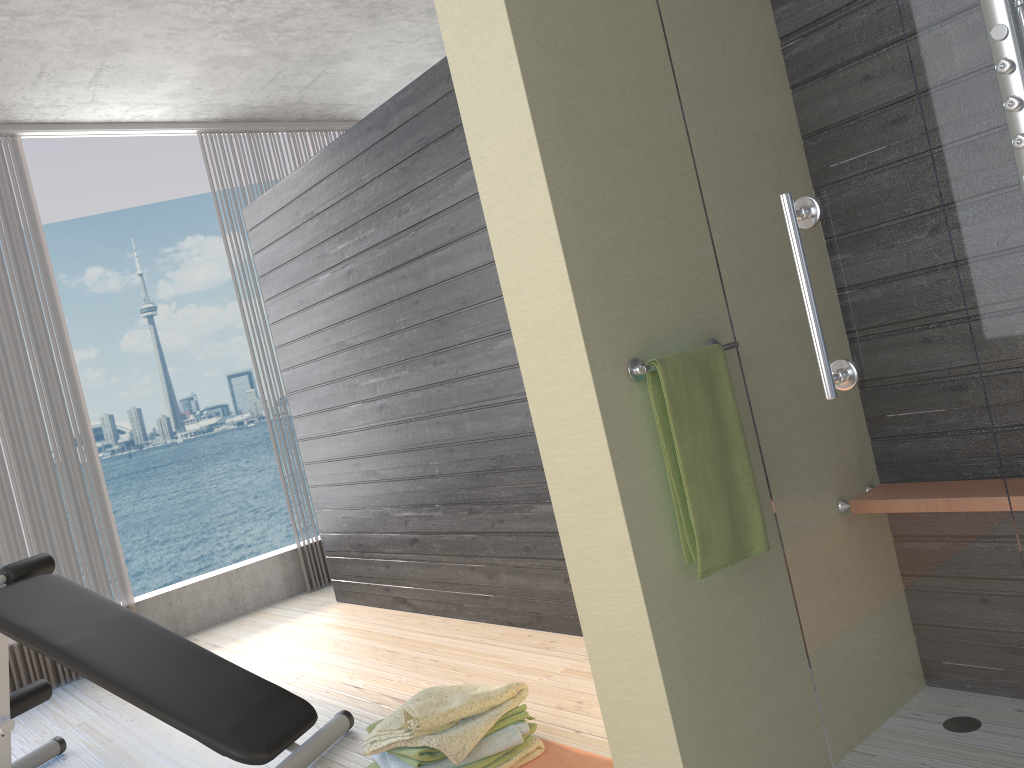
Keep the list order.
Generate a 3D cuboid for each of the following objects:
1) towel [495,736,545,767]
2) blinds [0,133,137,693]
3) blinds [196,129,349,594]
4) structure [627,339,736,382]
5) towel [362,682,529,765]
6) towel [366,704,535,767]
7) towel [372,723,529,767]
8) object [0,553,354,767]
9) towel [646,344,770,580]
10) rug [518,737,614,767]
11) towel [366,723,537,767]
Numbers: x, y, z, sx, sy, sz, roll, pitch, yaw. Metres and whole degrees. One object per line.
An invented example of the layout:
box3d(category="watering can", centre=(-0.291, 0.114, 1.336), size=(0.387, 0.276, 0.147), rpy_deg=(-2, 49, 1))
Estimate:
box3d(category="towel", centre=(-0.141, 1.003, 2.364), size=(0.376, 0.044, 0.371), rpy_deg=(-14, 2, -40))
box3d(category="blinds", centre=(-2.619, 0.161, 4.199), size=(1.133, 2.744, 0.069), rpy_deg=(-14, 2, -39))
box3d(category="blinds", centre=(-1.078, -0.229, 5.468), size=(1.133, 2.744, 0.069), rpy_deg=(-14, 2, -39))
box3d(category="structure", centre=(0.347, -0.053, 1.773), size=(0.298, 0.046, 0.052), rpy_deg=(-14, 2, -39))
box3d(category="towel", centre=(-0.184, 0.870, 2.375), size=(0.373, 0.123, 0.384), rpy_deg=(-12, 1, 35))
box3d(category="towel", centre=(-0.166, 0.921, 2.403), size=(0.376, 0.085, 0.371), rpy_deg=(-14, 1, -34))
box3d(category="towel", centre=(-0.171, 0.960, 2.382), size=(0.383, 0.078, 0.383), rpy_deg=(-14, 1, -22))
box3d(category="object", centre=(-1.263, 0.896, 2.820), size=(1.312, 0.746, 0.505), rpy_deg=(-13, 1, 21))
box3d(category="towel", centre=(0.390, 0.144, 1.747), size=(0.214, 0.433, 0.070), rpy_deg=(-14, 2, -43))
box3d(category="rug", centre=(-0.949, 1.234, 1.534), size=(2.779, 0.002, 0.716), rpy_deg=(-14, 2, -39))
box3d(category="towel", centre=(-0.166, 0.985, 2.358), size=(0.380, 0.081, 0.367), rpy_deg=(-14, 2, -41))
